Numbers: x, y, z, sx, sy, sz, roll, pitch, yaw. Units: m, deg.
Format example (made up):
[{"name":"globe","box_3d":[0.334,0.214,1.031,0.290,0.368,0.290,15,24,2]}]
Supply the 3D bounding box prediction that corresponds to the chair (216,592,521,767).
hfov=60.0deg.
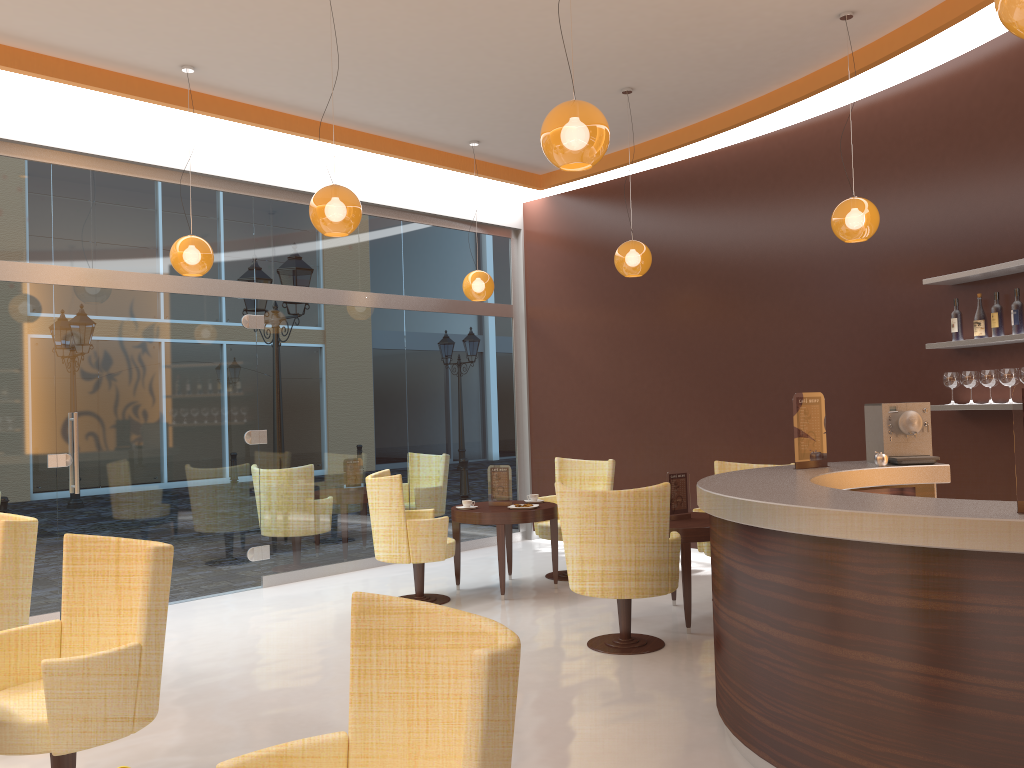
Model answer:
[{"name":"chair","box_3d":[-0.324,1.032,1.918,0.685,1.017,0.729,-1,-2,-28]}]

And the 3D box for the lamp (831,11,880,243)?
[{"name":"lamp","box_3d":[2.221,-1.683,5.808,0.299,1.500,0.299,-2,-2,23]}]

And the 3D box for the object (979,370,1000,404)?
[{"name":"object","box_3d":[3.101,0.021,5.750,0.125,0.221,0.125,-1,-2,-20]}]

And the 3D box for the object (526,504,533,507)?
[{"name":"object","box_3d":[0.140,0.975,7.109,0.052,0.018,0.055,-1,-2,-21]}]

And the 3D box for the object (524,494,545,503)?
[{"name":"object","box_3d":[0.188,0.967,7.485,0.153,0.069,0.153,-1,-2,-23]}]

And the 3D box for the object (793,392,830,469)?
[{"name":"object","box_3d":[1.638,0.254,4.875,0.258,0.414,0.052,-1,-2,-31]}]

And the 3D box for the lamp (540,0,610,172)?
[{"name":"lamp","box_3d":[0.251,-1.677,3.819,0.299,1.500,0.299,-2,-2,23]}]

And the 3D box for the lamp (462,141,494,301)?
[{"name":"lamp","box_3d":[-0.334,-1.532,8.339,0.299,1.500,0.299,-2,-2,12]}]

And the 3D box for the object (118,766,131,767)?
[{"name":"object","box_3d":[-0.726,0.780,1.600,0.067,0.171,0.072,-3,-2,27]}]

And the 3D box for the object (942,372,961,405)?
[{"name":"object","box_3d":[3.007,0.032,6.058,0.125,0.221,0.125,-1,-2,-20]}]

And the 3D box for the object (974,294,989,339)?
[{"name":"object","box_3d":[3.079,-0.442,5.826,0.086,0.303,0.086,-3,-2,23]}]

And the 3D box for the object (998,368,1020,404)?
[{"name":"object","box_3d":[3.140,0.015,5.592,0.125,0.221,0.125,-1,-2,-20]}]

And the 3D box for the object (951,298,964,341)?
[{"name":"object","box_3d":[3.009,-0.429,5.995,0.073,0.297,0.073,-1,-2,-36]}]

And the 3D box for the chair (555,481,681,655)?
[{"name":"chair","box_3d":[0.662,1.100,5.452,0.729,1.017,0.685,-2,-2,23]}]

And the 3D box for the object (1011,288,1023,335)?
[{"name":"object","box_3d":[3.152,-0.447,5.524,0.073,0.297,0.073,-1,-2,-36]}]

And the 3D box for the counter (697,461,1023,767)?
[{"name":"counter","box_3d":[1.643,0.982,3.839,1.586,1.100,2.917,-2,-2,0]}]

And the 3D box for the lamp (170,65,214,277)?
[{"name":"lamp","box_3d":[-2.305,-1.525,6.350,0.299,1.500,0.299,-2,-2,19]}]

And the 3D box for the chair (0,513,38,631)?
[{"name":"chair","box_3d":[-2.758,1.180,4.450,0.685,1.017,0.729,0,-2,-42]}]

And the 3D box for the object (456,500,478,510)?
[{"name":"object","box_3d":[-0.365,0.976,7.167,0.153,0.069,0.153,0,-2,-45]}]

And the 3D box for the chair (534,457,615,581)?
[{"name":"chair","box_3d":[0.554,1.169,7.795,0.685,1.017,0.729,0,-2,-42]}]

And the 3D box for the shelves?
[{"name":"shelves","box_3d":[3.060,-0.340,3.810,0.586,0.902,4.744,-2,-2,2]}]

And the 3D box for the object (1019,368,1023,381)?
[{"name":"object","box_3d":[3.180,0.009,5.434,0.125,0.221,0.125,-1,-2,-20]}]

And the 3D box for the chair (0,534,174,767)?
[{"name":"chair","box_3d":[-1.651,1.114,3.353,0.729,1.017,0.685,-3,-2,42]}]

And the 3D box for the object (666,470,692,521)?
[{"name":"object","box_3d":[1.147,0.765,6.107,0.209,0.335,0.042,-1,-2,-31]}]

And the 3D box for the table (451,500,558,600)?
[{"name":"table","box_3d":[-0.053,1.343,7.280,0.872,0.679,0.874,-2,-2,1]}]

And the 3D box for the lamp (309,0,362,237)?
[{"name":"lamp","box_3d":[-1.027,-1.601,5.084,0.299,1.500,0.299,-1,-2,-34]}]

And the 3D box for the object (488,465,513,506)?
[{"name":"object","box_3d":[-0.100,0.838,7.325,0.209,0.335,0.042,-2,-2,20]}]

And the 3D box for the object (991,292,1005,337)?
[{"name":"object","box_3d":[3.114,-0.441,5.686,0.073,0.297,0.073,-2,-2,14]}]

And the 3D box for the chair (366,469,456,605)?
[{"name":"chair","box_3d":[-0.782,1.186,6.916,0.685,1.017,0.729,-1,-2,-13]}]

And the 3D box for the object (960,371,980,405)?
[{"name":"object","box_3d":[3.056,0.026,5.907,0.125,0.221,0.125,-1,-2,-20]}]

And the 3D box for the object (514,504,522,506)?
[{"name":"object","box_3d":[0.046,0.971,7.109,0.055,0.016,0.052,-3,-2,44]}]

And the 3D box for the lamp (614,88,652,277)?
[{"name":"lamp","box_3d":[0.943,-1.608,7.074,0.299,1.500,0.299,-2,-2,23]}]

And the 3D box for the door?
[{"name":"door","box_3d":[-2.774,0.512,7.102,0.020,2.499,1.640,-3,-2,45]}]

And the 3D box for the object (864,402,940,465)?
[{"name":"object","box_3d":[2.206,0.277,5.010,0.270,0.340,0.373,-2,-2,0]}]

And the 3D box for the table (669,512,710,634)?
[{"name":"table","box_3d":[1.150,1.272,6.102,0.872,0.679,0.874,-2,-2,1]}]

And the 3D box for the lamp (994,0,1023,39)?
[{"name":"lamp","box_3d":[1.529,-1.752,2.553,0.299,1.500,0.299,-1,-2,-27]}]

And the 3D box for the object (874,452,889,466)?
[{"name":"object","box_3d":[2.016,0.410,4.840,0.075,0.077,0.075,-2,-2,13]}]

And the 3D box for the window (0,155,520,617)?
[{"name":"window","box_3d":[-2.790,0.013,7.116,0.040,3.380,8.200,-3,-2,45]}]

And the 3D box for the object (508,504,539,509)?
[{"name":"object","box_3d":[0.092,0.984,7.101,0.234,0.020,0.234,-2,-2,16]}]

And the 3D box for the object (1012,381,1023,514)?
[{"name":"object","box_3d":[1.703,0.193,2.753,0.258,0.414,0.052,-2,-2,14]}]

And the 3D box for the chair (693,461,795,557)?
[{"name":"chair","box_3d":[1.748,1.098,6.627,0.685,1.017,0.729,-1,-2,-38]}]

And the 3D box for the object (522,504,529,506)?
[{"name":"object","box_3d":[0.115,0.975,7.148,0.054,0.018,0.051,-3,-2,43]}]
